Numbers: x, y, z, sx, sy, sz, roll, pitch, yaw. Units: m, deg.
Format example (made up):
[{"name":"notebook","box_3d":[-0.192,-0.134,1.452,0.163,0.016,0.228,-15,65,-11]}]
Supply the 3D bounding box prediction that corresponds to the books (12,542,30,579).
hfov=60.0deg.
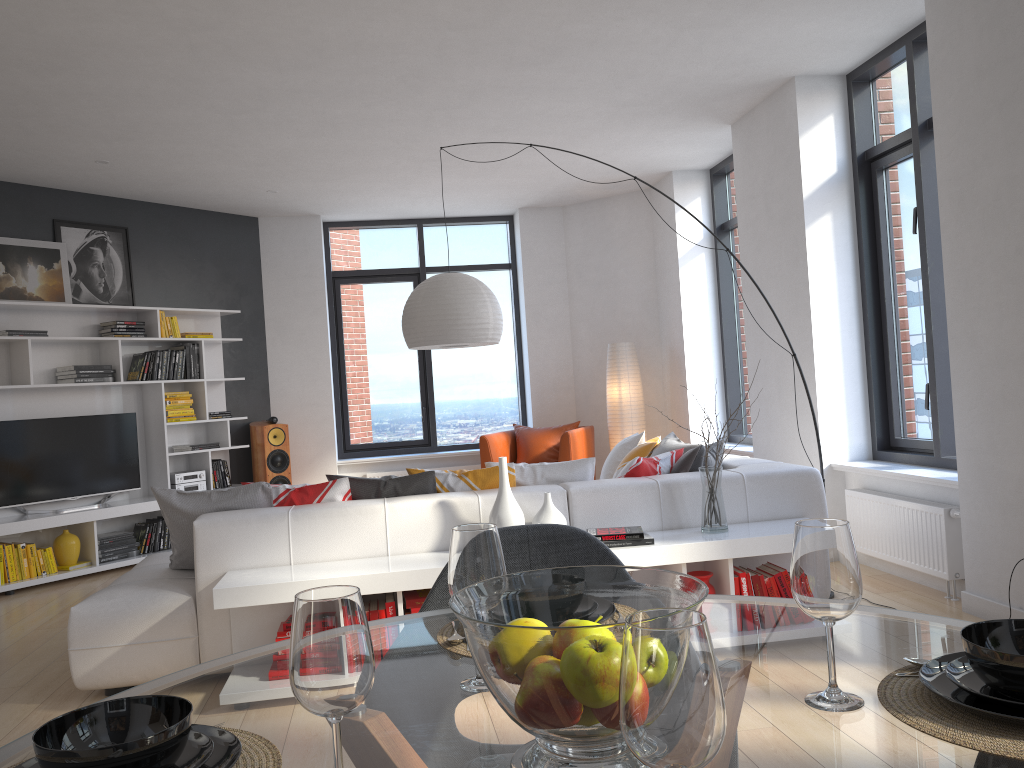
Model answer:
[{"name":"books","box_3d":[-3.510,1.256,6.312,0.185,0.252,0.055,-4,0,35]}]

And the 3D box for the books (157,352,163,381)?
[{"name":"books","box_3d":[-2.967,-0.141,7.352,0.179,0.243,0.068,-4,0,35]}]

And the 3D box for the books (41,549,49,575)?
[{"name":"books","box_3d":[-3.408,1.282,6.412,0.134,0.187,0.046,-4,0,36]}]

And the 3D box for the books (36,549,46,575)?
[{"name":"books","box_3d":[-3.426,1.283,6.399,0.138,0.188,0.056,-4,0,36]}]

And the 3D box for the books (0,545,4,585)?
[{"name":"books","box_3d":[-3.594,1.251,6.161,0.204,0.270,0.029,-4,0,36]}]

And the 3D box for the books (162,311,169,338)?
[{"name":"books","box_3d":[-2.939,-0.487,7.400,0.164,0.224,0.054,-4,0,35]}]

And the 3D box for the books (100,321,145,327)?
[{"name":"books","box_3d":[-3.153,-0.483,7.180,0.209,0.030,0.266,-4,0,30]}]

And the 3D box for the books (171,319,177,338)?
[{"name":"books","box_3d":[-2.863,-0.459,7.432,0.108,0.161,0.046,-4,0,35]}]

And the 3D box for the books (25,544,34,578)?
[{"name":"books","box_3d":[-3.476,1.260,6.325,0.169,0.240,0.043,-4,0,35]}]

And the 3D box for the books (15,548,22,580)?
[{"name":"books","box_3d":[-3.525,1.270,6.265,0.156,0.230,0.042,-4,0,35]}]

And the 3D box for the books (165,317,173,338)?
[{"name":"books","box_3d":[-2.901,-0.467,7.412,0.132,0.180,0.054,-4,0,36]}]

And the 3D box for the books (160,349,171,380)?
[{"name":"books","box_3d":[-2.930,-0.153,7.412,0.197,0.260,0.066,-4,0,36]}]

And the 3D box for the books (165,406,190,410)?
[{"name":"books","box_3d":[-2.862,0.203,7.502,0.145,0.023,0.217,-4,-1,40]}]

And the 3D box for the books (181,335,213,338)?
[{"name":"books","box_3d":[-2.751,-0.399,7.671,0.194,0.028,0.257,-4,-1,41]}]

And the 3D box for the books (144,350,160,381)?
[{"name":"books","box_3d":[-2.988,-0.147,7.334,0.192,0.254,0.075,-4,0,35]}]

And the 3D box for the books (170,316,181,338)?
[{"name":"books","box_3d":[-2.861,-0.471,7.460,0.141,0.184,0.064,-4,0,37]}]

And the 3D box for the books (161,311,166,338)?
[{"name":"books","box_3d":[-2.950,-0.486,7.371,0.163,0.224,0.041,-4,0,35]}]

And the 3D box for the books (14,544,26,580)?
[{"name":"books","box_3d":[-3.517,1.256,6.285,0.180,0.252,0.041,-4,0,36]}]

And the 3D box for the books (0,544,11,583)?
[{"name":"books","box_3d":[-3.587,1.251,6.205,0.213,0.271,0.048,-4,0,36]}]

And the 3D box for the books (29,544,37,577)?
[{"name":"books","box_3d":[-3.477,1.262,6.356,0.171,0.235,0.043,-4,0,35]}]

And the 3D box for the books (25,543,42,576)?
[{"name":"books","box_3d":[-3.466,1.262,6.387,0.172,0.235,0.056,-4,0,35]}]

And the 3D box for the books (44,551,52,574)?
[{"name":"books","box_3d":[-3.386,1.291,6.420,0.113,0.169,0.049,-4,0,35]}]

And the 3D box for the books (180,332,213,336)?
[{"name":"books","box_3d":[-2.761,-0.424,7.674,0.203,0.024,0.257,-4,-1,39]}]

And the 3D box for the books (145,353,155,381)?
[{"name":"books","box_3d":[-3.011,-0.136,7.279,0.169,0.233,0.081,-4,0,35]}]

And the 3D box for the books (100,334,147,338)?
[{"name":"books","box_3d":[-3.141,-0.378,7.173,0.214,0.030,0.284,-4,-1,40]}]

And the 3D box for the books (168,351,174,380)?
[{"name":"books","box_3d":[-2.893,-0.145,7.413,0.172,0.242,0.069,-4,0,37]}]

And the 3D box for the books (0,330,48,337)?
[{"name":"books","box_3d":[-3.623,-0.359,6.510,0.250,0.047,0.310,-4,0,32]}]

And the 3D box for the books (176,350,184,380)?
[{"name":"books","box_3d":[-2.862,-0.152,7.498,0.191,0.249,0.084,-4,0,36]}]

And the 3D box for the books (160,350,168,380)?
[{"name":"books","box_3d":[-2.949,-0.147,7.384,0.191,0.249,0.084,-4,0,36]}]

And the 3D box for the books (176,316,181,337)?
[{"name":"books","box_3d":[-2.854,-0.472,7.483,0.142,0.184,0.044,-4,0,37]}]

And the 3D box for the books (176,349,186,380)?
[{"name":"books","box_3d":[-2.843,-0.158,7.526,0.197,0.260,0.066,-4,0,36]}]

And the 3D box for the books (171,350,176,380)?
[{"name":"books","box_3d":[-2.901,-0.152,7.447,0.192,0.254,0.075,-4,0,35]}]

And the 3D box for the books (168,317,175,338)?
[{"name":"books","box_3d":[-2.884,-0.467,7.424,0.128,0.178,0.044,-4,0,36]}]

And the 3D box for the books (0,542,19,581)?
[{"name":"books","box_3d":[-3.552,1.252,6.261,0.202,0.267,0.038,-4,0,37]}]

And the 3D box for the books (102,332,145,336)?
[{"name":"books","box_3d":[-3.146,-0.403,7.174,0.189,0.020,0.264,-4,0,35]}]

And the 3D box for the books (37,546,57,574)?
[{"name":"books","box_3d":[-3.384,1.278,6.449,0.148,0.193,0.067,-4,0,37]}]

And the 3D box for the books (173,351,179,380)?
[{"name":"books","box_3d":[-2.875,-0.149,7.460,0.179,0.243,0.071,-4,0,35]}]

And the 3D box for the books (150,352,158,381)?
[{"name":"books","box_3d":[-2.980,-0.140,7.300,0.172,0.242,0.069,-4,0,37]}]

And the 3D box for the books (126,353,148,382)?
[{"name":"books","box_3d":[-3.056,-0.133,7.232,0.182,0.234,0.104,-4,0,36]}]

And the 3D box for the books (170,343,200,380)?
[{"name":"books","box_3d":[-2.810,-0.185,7.621,0.259,0.321,0.128,-4,0,36]}]

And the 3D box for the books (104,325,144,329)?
[{"name":"books","box_3d":[-3.140,-0.457,7.175,0.180,0.026,0.246,-4,-1,39]}]

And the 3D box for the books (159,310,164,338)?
[{"name":"books","box_3d":[-2.948,-0.489,7.341,0.161,0.229,0.041,-4,0,35]}]

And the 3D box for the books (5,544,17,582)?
[{"name":"books","box_3d":[-3.570,1.257,6.237,0.198,0.258,0.066,-4,0,36]}]

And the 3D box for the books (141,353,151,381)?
[{"name":"books","box_3d":[-3.040,-0.133,7.262,0.187,0.234,0.096,-4,0,37]}]

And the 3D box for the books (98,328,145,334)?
[{"name":"books","box_3d":[-3.162,-0.427,7.188,0.214,0.030,0.284,-4,-1,40]}]

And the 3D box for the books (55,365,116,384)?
[{"name":"books","box_3d":[-3.325,-0.070,6.919,0.277,0.137,0.343,-4,0,31]}]

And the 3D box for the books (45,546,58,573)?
[{"name":"books","box_3d":[-3.377,1.277,6.474,0.149,0.193,0.046,-4,0,37]}]
